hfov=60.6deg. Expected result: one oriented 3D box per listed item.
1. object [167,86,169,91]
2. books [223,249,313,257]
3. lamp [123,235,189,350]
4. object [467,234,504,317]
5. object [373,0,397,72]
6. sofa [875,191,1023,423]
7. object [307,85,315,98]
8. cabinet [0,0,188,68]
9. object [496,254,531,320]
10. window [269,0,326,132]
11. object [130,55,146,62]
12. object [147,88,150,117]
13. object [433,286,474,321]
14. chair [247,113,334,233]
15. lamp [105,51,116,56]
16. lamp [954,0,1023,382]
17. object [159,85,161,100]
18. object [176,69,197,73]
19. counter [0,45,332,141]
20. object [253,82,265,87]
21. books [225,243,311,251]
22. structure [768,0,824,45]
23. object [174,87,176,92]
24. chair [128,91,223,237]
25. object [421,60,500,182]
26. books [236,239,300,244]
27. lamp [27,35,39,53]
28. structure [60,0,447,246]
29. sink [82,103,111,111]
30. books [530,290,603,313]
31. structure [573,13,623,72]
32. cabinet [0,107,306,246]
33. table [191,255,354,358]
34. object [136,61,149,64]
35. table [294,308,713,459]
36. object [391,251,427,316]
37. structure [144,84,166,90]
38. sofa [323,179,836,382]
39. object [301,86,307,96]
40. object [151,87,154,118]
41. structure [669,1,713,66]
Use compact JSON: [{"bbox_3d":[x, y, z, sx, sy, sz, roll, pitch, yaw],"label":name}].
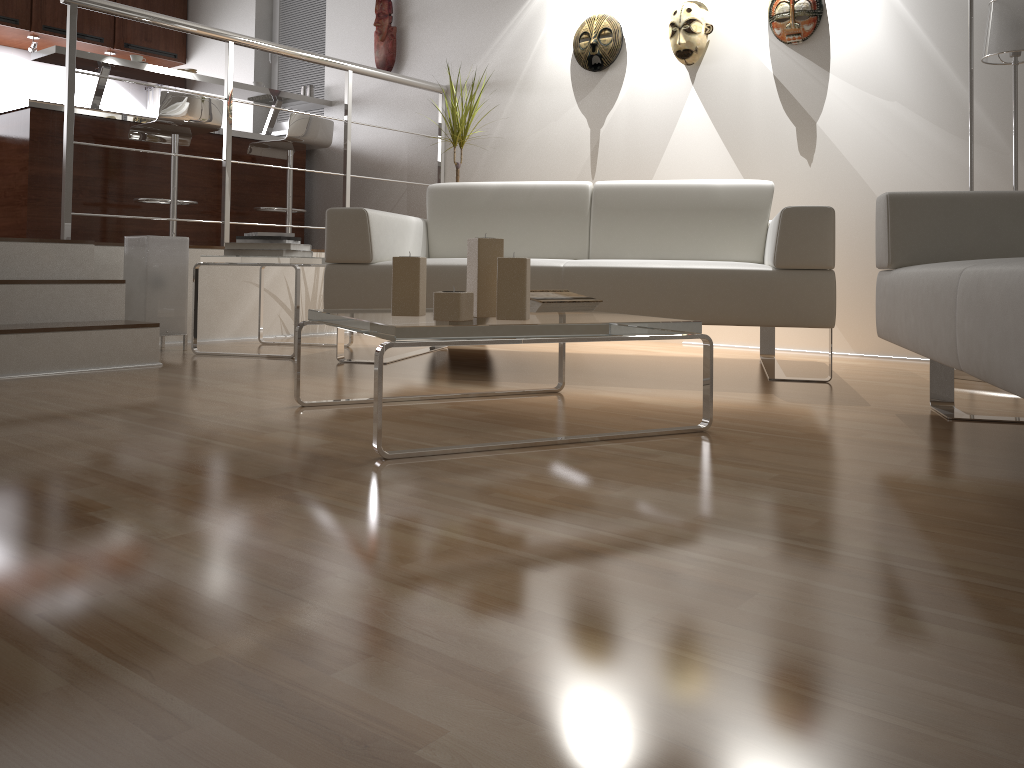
[{"bbox_3d":[-2.909,-2.357,7.410,0.091,0.365,0.043,0,-2,38],"label":"object"},{"bbox_3d":[-1.021,-0.548,3.674,0.287,0.027,0.228,3,8,18],"label":"books"},{"bbox_3d":[-1.501,-0.383,3.692,0.199,0.481,0.192,1,0,39],"label":"lamp"},{"bbox_3d":[-0.063,-0.255,2.045,0.067,0.197,0.067,1,-1,-26],"label":"object"},{"bbox_3d":[-0.830,-2.391,5.744,0.151,0.790,0.150,1,-1,-7],"label":"object"},{"bbox_3d":[1.233,-0.184,1.464,0.906,0.737,1.793,2,6,13],"label":"sofa"},{"bbox_3d":[-1.414,-2.043,6.154,0.052,0.112,0.052,1,0,22],"label":"object"},{"bbox_3d":[-3.808,-2.895,6.464,0.652,0.634,2.727,3,7,38],"label":"cabinet"},{"bbox_3d":[0.004,-0.219,1.946,0.067,0.151,0.067,1,0,9],"label":"object"},{"bbox_3d":[-1.551,-2.509,6.584,0.845,1.268,0.142,2,-1,38],"label":"window"},{"bbox_3d":[-2.180,-1.885,5.096,0.079,0.046,0.067,0,5,-7],"label":"object"},{"bbox_3d":[-3.161,-2.374,7.577,0.065,0.382,0.033,0,-2,38],"label":"object"},{"bbox_3d":[-0.126,-0.174,1.886,0.067,0.074,0.067,2,3,24],"label":"object"},{"bbox_3d":[-1.405,-1.263,5.567,0.426,0.849,0.387,1,0,34],"label":"chair"},{"bbox_3d":[-3.191,-2.571,6.950,0.080,0.124,0.080,1,1,-12],"label":"lamp"},{"bbox_3d":[1.679,-0.849,3.057,0.208,1.672,0.364,2,-2,-32],"label":"lamp"},{"bbox_3d":[-3.010,-2.360,7.464,0.106,0.378,0.020,0,-2,38],"label":"object"},{"bbox_3d":[-2.012,-1.932,5.451,0.130,0.041,0.140,6,9,40],"label":"object"},{"bbox_3d":[-2.147,-1.777,5.696,0.841,0.317,2.109,6,9,38],"label":"counter"},{"bbox_3d":[-1.675,-1.970,5.791,0.079,0.046,0.067,-1,5,-14],"label":"object"},{"bbox_3d":[-1.021,-0.575,3.675,0.287,0.027,0.228,2,7,8],"label":"books"},{"bbox_3d":[1.295,-1.749,4.045,0.265,0.355,0.075,2,0,38],"label":"structure"},{"bbox_3d":[-2.827,-2.336,7.316,0.071,0.382,0.024,0,-2,38],"label":"object"},{"bbox_3d":[-1.901,-1.188,4.945,0.426,0.849,0.388,1,0,43],"label":"chair"},{"bbox_3d":[-0.290,-0.985,4.633,0.501,1.475,0.440,1,-1,-39],"label":"object"},{"bbox_3d":[-1.021,-0.596,3.676,0.216,0.014,0.153,2,7,8],"label":"books"},{"bbox_3d":[-3.553,-2.517,6.497,0.080,0.124,0.080,1,1,-12],"label":"lamp"},{"bbox_3d":[-1.157,-1.227,4.542,0.057,1.049,2.330,-1,4,39],"label":"structure"},{"bbox_3d":[-3.216,-1.998,7.192,0.602,0.579,0.673,3,4,38],"label":"sink"},{"bbox_3d":[0.070,-0.225,2.354,0.204,0.056,0.293,-4,9,-36],"label":"books"},{"bbox_3d":[0.445,-1.844,4.717,0.318,0.316,0.069,3,1,39],"label":"structure"},{"bbox_3d":[-2.281,-1.237,5.640,0.635,0.749,1.853,2,6,38],"label":"cabinet"},{"bbox_3d":[-1.006,-0.346,3.761,0.464,0.400,0.553,2,4,14],"label":"table"},{"bbox_3d":[-2.194,-1.862,5.086,0.140,0.008,0.130,7,10,41],"label":"object"},{"bbox_3d":[-0.052,-0.044,2.133,0.795,0.249,0.705,-3,7,-26],"label":"table"},{"bbox_3d":[-0.240,-0.235,2.044,0.067,0.151,0.067,1,0,9],"label":"object"},{"bbox_3d":[-2.968,-2.554,7.480,0.599,0.034,0.049,7,7,38],"label":"structure"},{"bbox_3d":[0.275,-0.454,3.423,1.783,0.740,0.910,2,4,14],"label":"sofa"},{"bbox_3d":[-1.464,-2.047,6.185,0.052,0.109,0.052,1,0,22],"label":"object"},{"bbox_3d":[-3.100,-2.371,7.544,0.033,0.378,0.008,0,-2,38],"label":"object"},{"bbox_3d":[0.861,-1.753,4.351,0.243,0.329,0.130,2,1,39],"label":"structure"}]
